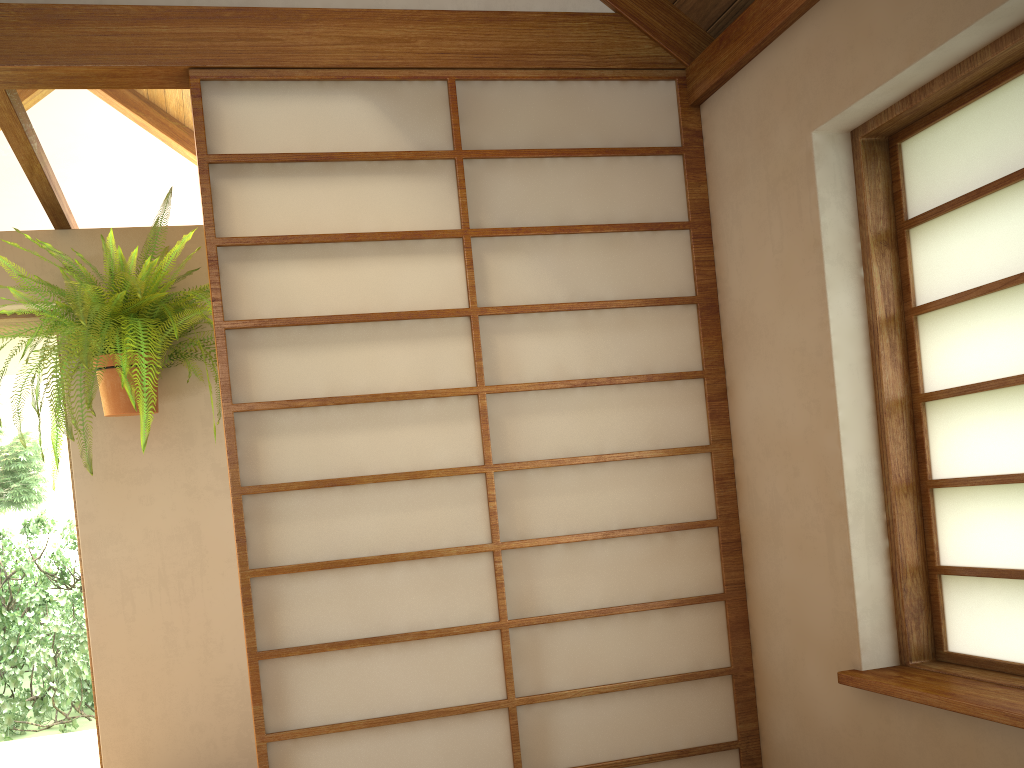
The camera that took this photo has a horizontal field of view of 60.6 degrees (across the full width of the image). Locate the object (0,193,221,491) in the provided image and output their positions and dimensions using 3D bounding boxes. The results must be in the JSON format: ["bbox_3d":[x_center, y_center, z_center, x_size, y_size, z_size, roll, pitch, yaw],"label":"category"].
[{"bbox_3d":[-1.412,-0.141,3.254,1.215,1.125,1.114,-4,-4,-22],"label":"object"}]
